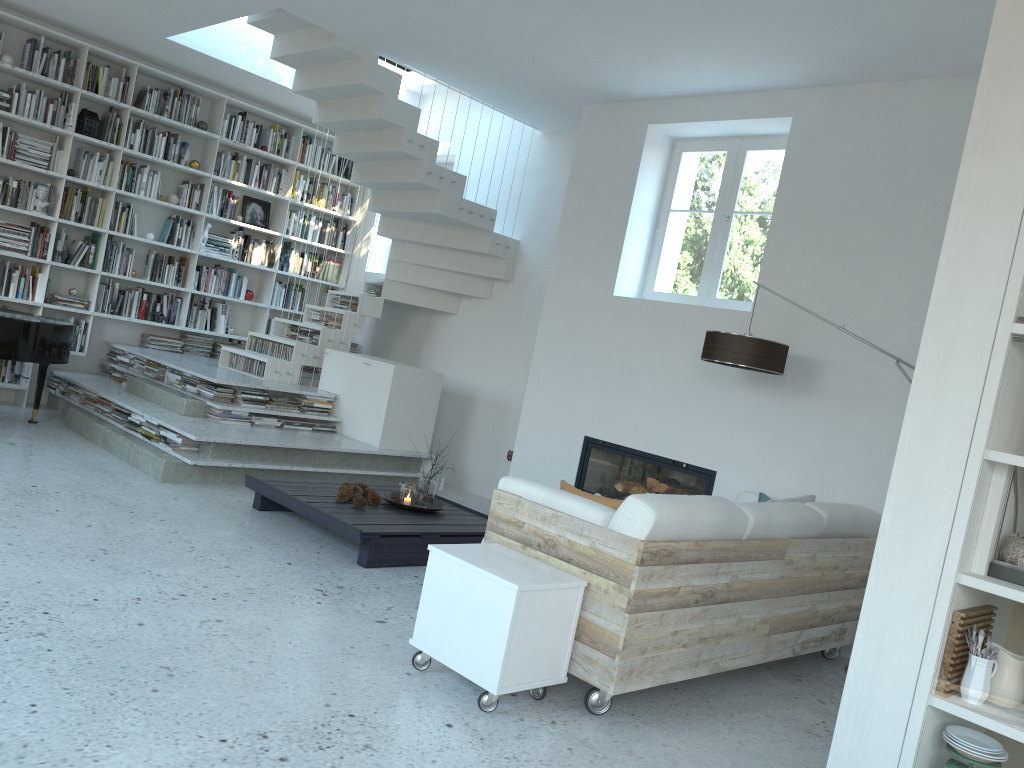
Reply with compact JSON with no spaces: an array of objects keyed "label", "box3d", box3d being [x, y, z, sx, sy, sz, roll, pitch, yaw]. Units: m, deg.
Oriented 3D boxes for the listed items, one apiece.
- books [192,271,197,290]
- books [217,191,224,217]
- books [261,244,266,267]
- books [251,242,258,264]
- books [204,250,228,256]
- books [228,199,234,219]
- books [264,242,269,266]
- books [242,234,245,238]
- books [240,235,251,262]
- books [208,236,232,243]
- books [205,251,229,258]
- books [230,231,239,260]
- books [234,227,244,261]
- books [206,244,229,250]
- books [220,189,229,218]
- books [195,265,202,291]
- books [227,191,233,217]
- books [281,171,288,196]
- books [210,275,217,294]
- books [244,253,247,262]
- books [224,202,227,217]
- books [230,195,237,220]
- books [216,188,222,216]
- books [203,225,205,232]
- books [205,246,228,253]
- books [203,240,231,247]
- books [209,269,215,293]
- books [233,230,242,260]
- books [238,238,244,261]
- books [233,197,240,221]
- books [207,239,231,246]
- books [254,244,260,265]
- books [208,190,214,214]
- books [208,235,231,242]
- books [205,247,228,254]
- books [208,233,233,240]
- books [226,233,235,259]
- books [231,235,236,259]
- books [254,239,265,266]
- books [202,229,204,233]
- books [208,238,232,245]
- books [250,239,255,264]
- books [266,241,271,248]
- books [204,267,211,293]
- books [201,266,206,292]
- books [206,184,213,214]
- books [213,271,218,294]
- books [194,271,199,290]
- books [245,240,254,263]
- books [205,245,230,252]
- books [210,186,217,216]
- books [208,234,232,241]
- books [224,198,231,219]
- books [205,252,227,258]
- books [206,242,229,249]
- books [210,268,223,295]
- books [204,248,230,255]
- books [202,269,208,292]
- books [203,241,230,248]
[{"label":"books","box3d":[-3.117,-1.012,8.609,0.023,0.186,0.159,9,3,-45]},{"label":"books","box3d":[-2.885,-1.761,8.686,0.043,0.269,0.131,9,4,-45]},{"label":"books","box3d":[-2.575,-1.319,9.054,0.041,0.239,0.176,9,3,-45]},{"label":"books","box3d":[-2.651,-1.332,9.017,0.028,0.235,0.129,9,4,-45]},{"label":"books","box3d":[-2.946,-1.292,8.713,0.160,0.012,0.254,13,2,41]},{"label":"books","box3d":[-2.808,-1.719,8.741,0.033,0.213,0.152,9,3,-45]},{"label":"books","box3d":[-2.561,-1.326,9.087,0.024,0.255,0.144,9,4,-45]},{"label":"books","box3d":[-2.746,-1.370,8.900,0.014,0.280,0.131,9,4,-45]},{"label":"books","box3d":[-2.712,-1.364,8.917,0.059,0.282,0.167,9,3,-45]},{"label":"books","box3d":[-2.920,-1.423,8.713,0.285,0.012,0.159,10,3,-43]},{"label":"books","box3d":[-2.948,-1.280,8.713,0.285,0.012,0.159,10,2,-41]},{"label":"books","box3d":[-2.791,-1.380,8.857,0.012,0.285,0.159,9,4,-45]},{"label":"books","box3d":[-2.752,-1.400,8.852,0.010,0.339,0.179,9,4,-45]},{"label":"books","box3d":[-2.932,-1.351,8.710,0.160,0.012,0.254,13,2,40]},{"label":"books","box3d":[-2.847,-1.763,8.689,0.012,0.287,0.176,9,4,-45]},{"label":"books","box3d":[-3.074,-1.034,8.639,0.047,0.244,0.177,9,3,-45]},{"label":"books","box3d":[-2.815,-1.756,8.720,0.014,0.285,0.175,9,4,-45]},{"label":"books","box3d":[-2.371,-2.043,9.087,0.031,0.265,0.169,9,3,-45]},{"label":"books","box3d":[-2.980,-0.986,8.738,0.028,0.182,0.186,9,3,-45]},{"label":"books","box3d":[-2.707,-1.363,8.961,0.010,0.278,0.128,9,4,-45]},{"label":"books","box3d":[-2.848,-1.754,8.710,0.020,0.267,0.152,9,4,-45]},{"label":"books","box3d":[-2.785,-1.736,8.759,0.021,0.253,0.166,9,3,-45]},{"label":"books","box3d":[-2.896,-1.771,8.659,0.012,0.285,0.159,9,4,-45]},{"label":"books","box3d":[-3.047,-1.414,8.600,0.028,0.267,0.137,9,4,-45]},{"label":"books","box3d":[-2.942,-1.328,8.715,0.254,0.012,0.160,10,3,-43]},{"label":"books","box3d":[-2.926,-1.387,8.713,0.159,0.012,0.285,13,2,42]},{"label":"books","box3d":[-3.001,-1.019,8.726,0.026,0.239,0.177,9,3,-45]},{"label":"books","box3d":[-2.764,-1.382,8.846,0.011,0.300,0.184,9,4,-45]},{"label":"books","box3d":[-2.753,-1.348,8.874,0.030,0.236,0.179,9,3,-45]},{"label":"books","box3d":[-2.762,-1.727,8.769,0.026,0.244,0.177,9,3,-45]},{"label":"books","box3d":[-2.925,-1.399,8.714,0.285,0.012,0.159,10,3,-43]},{"label":"books","box3d":[-2.630,-1.317,9.031,0.025,0.213,0.155,9,3,-45]},{"label":"books","box3d":[-2.947,-1.760,8.594,0.011,0.248,0.155,9,4,-45]},{"label":"books","box3d":[-2.918,-1.435,8.712,0.254,0.012,0.160,10,3,-43]},{"label":"books","box3d":[-2.941,-1.316,8.712,0.254,0.012,0.160,10,2,-41]},{"label":"books","box3d":[-2.913,-1.458,8.711,0.285,0.012,0.159,10,3,-43]},{"label":"books","box3d":[-2.818,-1.368,8.819,0.012,0.254,0.160,9,3,-45]},{"label":"books","box3d":[-2.818,-1.366,8.844,0.023,0.247,0.137,9,4,-45]},{"label":"books","box3d":[-2.591,-1.338,9.030,0.021,0.271,0.191,9,3,-45]},{"label":"books","box3d":[-3.050,-1.390,8.560,0.027,0.221,0.184,9,3,-45]},{"label":"books","box3d":[-2.918,-1.410,8.708,0.159,0.012,0.285,13,2,40]},{"label":"books","box3d":[-2.671,-1.343,8.996,0.031,0.250,0.133,9,4,-45]},{"label":"books","box3d":[-2.515,-1.333,9.151,0.029,0.284,0.138,9,4,-45]},{"label":"books","box3d":[-3.014,-1.024,8.690,0.045,0.246,0.185,9,3,-45]},{"label":"books","box3d":[-3.056,-1.033,8.672,0.024,0.247,0.143,9,4,-45]},{"label":"books","box3d":[-2.957,-1.789,8.590,0.015,0.301,0.140,9,4,-45]},{"label":"books","box3d":[-2.968,-1.009,8.758,0.012,0.229,0.179,9,3,-45]},{"label":"books","box3d":[-3.100,-1.008,8.623,0.022,0.184,0.162,9,3,-45]},{"label":"books","box3d":[-2.681,-1.340,8.961,0.031,0.242,0.146,9,4,-45]},{"label":"books","box3d":[-2.939,-1.340,8.715,0.159,0.012,0.285,13,3,43]},{"label":"books","box3d":[-2.920,-1.777,8.625,0.065,0.289,0.145,9,4,-45]},{"label":"books","box3d":[-2.915,-1.446,8.712,0.159,0.012,0.285,13,3,43]},{"label":"books","box3d":[-2.824,-1.718,8.704,0.013,0.207,0.189,9,3,-45]},{"label":"books","box3d":[-2.949,-1.268,8.712,0.159,0.012,0.285,13,2,40]},{"label":"books","box3d":[-2.937,-1.365,8.717,0.254,0.012,0.160,10,3,-45]},{"label":"books","box3d":[-2.936,-1.015,8.755,0.028,0.255,0.191,9,3,-45]},{"label":"books","box3d":[-2.942,-1.303,8.711,0.285,0.012,0.159,10,2,-40]},{"label":"books","box3d":[-3.038,-1.017,8.676,0.011,0.223,0.162,9,3,-45]},{"label":"books","box3d":[-2.925,-1.375,8.710,0.254,0.012,0.160,10,2,-40]}]
